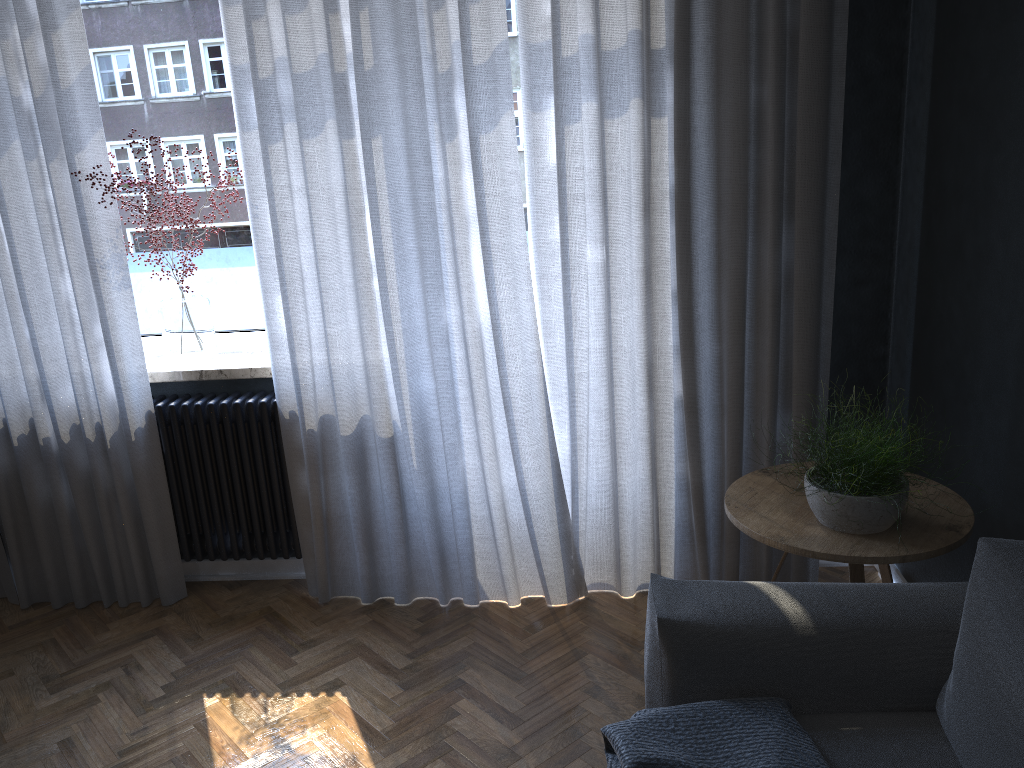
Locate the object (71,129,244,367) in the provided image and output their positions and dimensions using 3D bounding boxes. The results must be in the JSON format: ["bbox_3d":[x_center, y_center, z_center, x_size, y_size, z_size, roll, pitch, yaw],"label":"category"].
[{"bbox_3d":[-1.143,-0.447,3.020,0.514,0.813,0.597,-10,18,-20],"label":"object"}]

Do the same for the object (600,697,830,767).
[{"bbox_3d":[0.385,0.788,1.533,0.490,0.330,0.663,-1,16,9],"label":"object"}]

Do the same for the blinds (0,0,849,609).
[{"bbox_3d":[-0.911,-0.583,2.868,3.993,2.801,0.311,-2,17,5],"label":"blinds"}]

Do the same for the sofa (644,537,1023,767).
[{"bbox_3d":[0.649,0.913,0.951,0.970,0.801,2.330,-2,16,4],"label":"sofa"}]

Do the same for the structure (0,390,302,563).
[{"bbox_3d":[-1.537,0.345,3.262,1.846,0.603,0.215,-2,17,5],"label":"structure"}]
